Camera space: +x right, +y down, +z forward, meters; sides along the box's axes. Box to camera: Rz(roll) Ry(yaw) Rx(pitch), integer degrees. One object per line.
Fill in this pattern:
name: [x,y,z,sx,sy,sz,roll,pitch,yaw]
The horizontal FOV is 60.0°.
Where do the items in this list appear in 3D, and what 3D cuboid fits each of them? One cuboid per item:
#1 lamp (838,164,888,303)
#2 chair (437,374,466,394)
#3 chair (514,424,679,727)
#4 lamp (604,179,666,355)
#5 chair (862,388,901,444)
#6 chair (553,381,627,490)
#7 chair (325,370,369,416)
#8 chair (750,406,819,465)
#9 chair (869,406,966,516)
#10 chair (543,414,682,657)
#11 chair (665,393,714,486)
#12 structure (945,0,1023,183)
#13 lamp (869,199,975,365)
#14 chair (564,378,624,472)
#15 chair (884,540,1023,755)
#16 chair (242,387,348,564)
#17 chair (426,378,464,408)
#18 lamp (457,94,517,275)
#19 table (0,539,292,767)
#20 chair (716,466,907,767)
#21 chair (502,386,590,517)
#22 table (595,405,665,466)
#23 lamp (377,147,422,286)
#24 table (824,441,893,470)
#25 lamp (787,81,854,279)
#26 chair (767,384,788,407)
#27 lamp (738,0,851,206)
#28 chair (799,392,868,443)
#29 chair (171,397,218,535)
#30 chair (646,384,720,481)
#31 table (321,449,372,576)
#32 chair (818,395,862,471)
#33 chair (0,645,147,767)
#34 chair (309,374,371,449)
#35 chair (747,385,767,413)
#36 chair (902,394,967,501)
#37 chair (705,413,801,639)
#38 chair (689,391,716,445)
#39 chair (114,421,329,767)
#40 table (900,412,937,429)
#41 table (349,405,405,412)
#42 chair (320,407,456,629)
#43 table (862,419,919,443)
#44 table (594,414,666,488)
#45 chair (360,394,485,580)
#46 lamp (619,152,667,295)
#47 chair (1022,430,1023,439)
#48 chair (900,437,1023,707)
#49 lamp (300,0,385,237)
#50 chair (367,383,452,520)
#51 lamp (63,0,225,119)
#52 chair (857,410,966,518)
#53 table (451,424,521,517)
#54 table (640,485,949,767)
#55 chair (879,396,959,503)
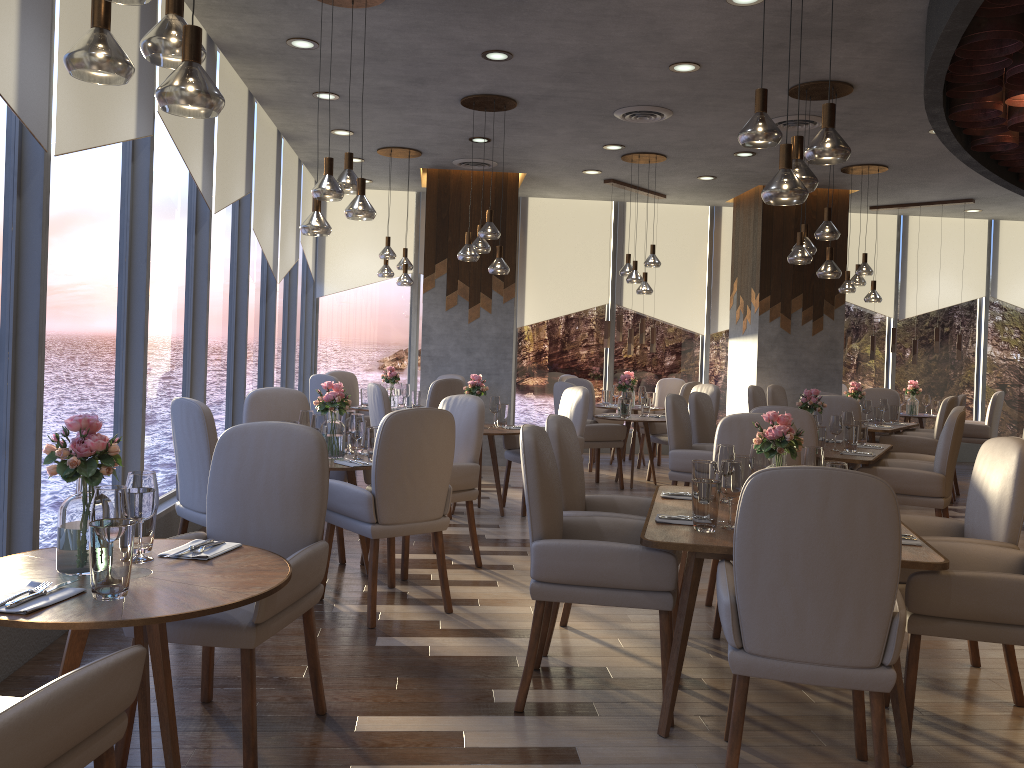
lamp: [3.480,-1.477,8.815,0.439,1.326,0.439,2,1,-20]
chair: [-0.817,0.398,9.148,0.528,1.000,0.599,3,1,39]
chair: [0.316,0.664,3.312,0.600,1.000,0.528,2,1,9]
lamp: [1.404,-1.302,10.252,0.118,1.931,1.161,2,1,40]
chair: [3.866,0.545,9.474,0.528,1.000,0.599,2,1,33]
chair: [0.705,0.480,8.382,0.599,1.000,0.528,1,1,-29]
chair: [-1.624,0.373,9.084,0.600,1.000,0.528,3,1,43]
chair: [1.734,0.626,5.543,0.528,1.000,0.599,2,1,31]
chair: [2.826,0.637,6.213,0.600,1.000,0.528,2,1,24]
chair: [0.437,0.647,3.865,0.600,1.000,0.528,2,1,14]
chair: [1.399,0.583,6.355,0.600,1.000,0.528,2,1,26]
structure: [3.689,-1.830,4.417,2.756,0.556,9.454,3,2,25]
lamp: [4.863,-1.199,10.627,1.162,1.931,0.118,3,1,40]
chair: [0.876,0.431,9.788,0.528,1.000,0.599,3,1,45]
chair: [1.622,0.720,3.030,0.600,1.000,0.528,2,1,14]
chair: [-1.308,0.533,5.256,0.528,1.000,0.600,1,1,-38]
chair: [-0.786,0.433,8.282,0.600,1.000,0.528,3,1,42]
lamp: [-0.203,-1.527,6.899,0.439,1.326,0.439,2,1,-3]
table: [-1.015,0.825,2.317,0.834,0.662,0.834,2,2,-3]
chair: [0.873,0.710,2.633,0.528,1.000,0.600,2,1,14]
chair: [0.282,0.515,7.119,0.599,1.000,0.528,2,1,-23]
table: [1.338,0.595,10.272,0.834,0.662,0.834,2,2,15]
lamp: [-1.136,-1.632,8.775,0.439,1.326,0.439,2,1,-38]
table: [2.111,0.775,6.291,0.965,0.665,1.307,3,2,29]
lamp: [2.165,-1.423,6.292,0.439,1.326,0.439,2,1,0]
chair: [3.028,0.519,9.417,0.600,1.000,0.528,3,1,38]
lamp: [1.108,-1.348,3.450,0.439,1.326,0.439,2,1,34]
chair: [2.914,0.565,8.121,0.528,1.000,0.599,3,1,38]
chair: [-1.380,0.563,4.435,0.599,1.000,0.528,1,1,-42]
chair: [1.740,0.495,8.907,0.599,1.000,0.528,1,1,-28]
table: [-0.985,0.729,4.818,0.833,0.662,0.834,2,2,-6]
chair: [2.509,0.594,7.021,0.528,1.000,0.599,2,1,26]
chair: [-1.096,0.679,1.713,0.528,1.000,0.600,2,1,8]
chair: [-1.567,0.407,8.262,0.528,1.000,0.599,3,1,39]
chair: [2.692,0.525,8.962,0.600,1.000,0.528,3,1,33]
chair: [4.081,0.584,8.648,0.600,1.000,0.528,2,1,31]
chair: [1.195,0.657,4.273,0.528,1.000,0.600,2,1,9]
chair: [1.675,0.573,6.849,0.600,1.000,0.528,2,1,31]
chair: [-0.894,0.641,2.856,0.528,1.000,0.600,2,1,9]
table: [4.810,0.698,10.677,0.833,0.662,0.834,2,2,-14]
table: [-1.203,0.567,8.769,0.833,0.662,0.834,1,2,-18]
chair: [-0.605,0.593,4.333,0.528,1.000,0.600,1,1,-39]
table: [3.387,0.720,8.812,0.965,0.665,1.307,3,2,36]
table: [1.204,0.654,8.635,0.833,0.662,0.834,1,2,-30]
chair: [-0.500,0.563,5.193,0.599,1.000,0.528,1,1,-42]
lamp: [1.262,-1.546,8.645,0.439,1.326,0.439,2,1,2]
chair: [4.396,0.737,7.064,0.595,0.837,0.774,2,1,15]
chair: [1.723,0.701,3.591,0.600,1.000,0.528,2,1,7]
lamp: [-0.922,-1.470,4.802,0.439,1.326,0.439,2,1,-12]
chair: [-0.790,0.495,6.674,0.599,1.000,0.528,2,1,-24]
lamp: [-0.940,-1.373,2.311,0.439,1.326,0.439,2,1,-6]
chair: [2.566,0.648,5.706,0.600,1.000,0.528,2,1,31]
table: [-0.254,0.672,6.898,0.834,0.662,0.833,3,2,45]
table: [1.013,0.848,3.462,0.965,0.665,1.307,2,2,12]
chair: [3.760,0.592,8.177,0.600,1.000,0.528,3,1,39]
